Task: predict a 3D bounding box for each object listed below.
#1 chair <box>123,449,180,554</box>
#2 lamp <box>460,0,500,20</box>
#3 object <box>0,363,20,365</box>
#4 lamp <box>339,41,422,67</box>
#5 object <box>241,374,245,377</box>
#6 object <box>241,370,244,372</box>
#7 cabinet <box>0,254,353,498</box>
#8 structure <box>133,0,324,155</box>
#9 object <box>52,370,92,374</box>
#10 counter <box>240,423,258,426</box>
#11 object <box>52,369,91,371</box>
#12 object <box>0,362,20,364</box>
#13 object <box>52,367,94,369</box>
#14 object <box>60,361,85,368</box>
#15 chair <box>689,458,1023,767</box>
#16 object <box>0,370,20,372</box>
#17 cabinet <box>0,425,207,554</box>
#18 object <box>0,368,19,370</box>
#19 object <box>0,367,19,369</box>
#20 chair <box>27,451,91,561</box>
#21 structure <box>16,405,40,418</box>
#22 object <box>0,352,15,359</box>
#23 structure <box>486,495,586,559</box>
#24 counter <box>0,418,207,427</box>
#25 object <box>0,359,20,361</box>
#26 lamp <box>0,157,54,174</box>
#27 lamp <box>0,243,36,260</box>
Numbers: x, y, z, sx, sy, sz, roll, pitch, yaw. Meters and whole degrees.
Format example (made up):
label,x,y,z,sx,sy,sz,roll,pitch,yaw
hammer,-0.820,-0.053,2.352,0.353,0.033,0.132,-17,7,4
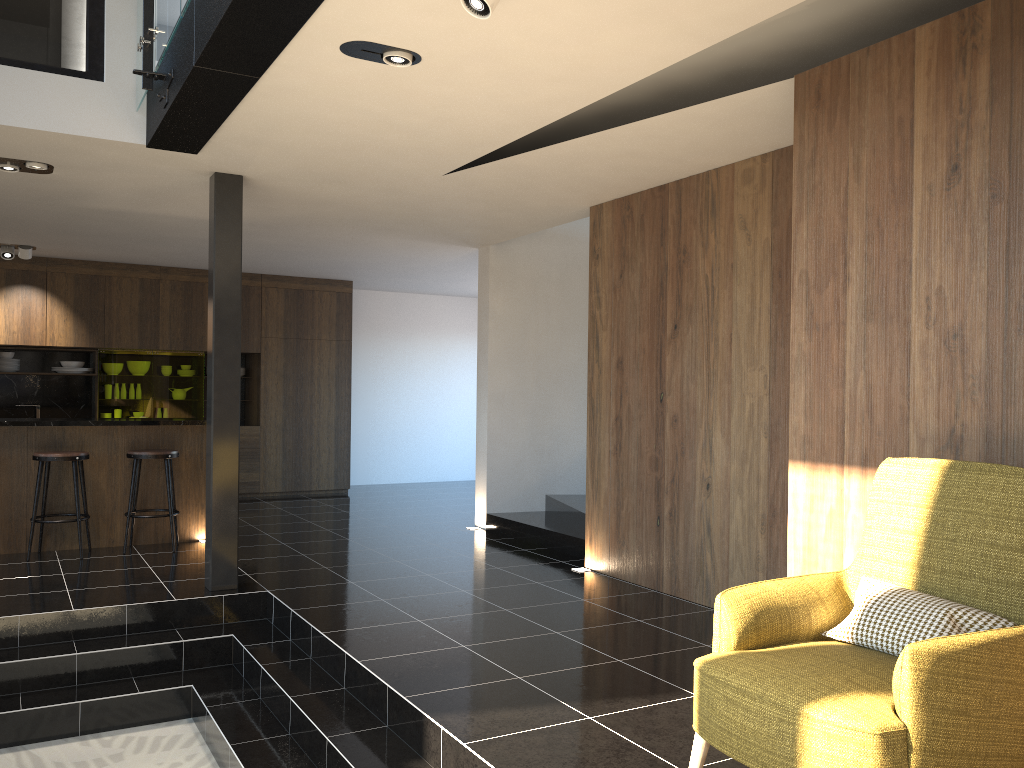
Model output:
label,x,y,z,sx,sy,sz,roll,pitch,yaw
chair,-2.898,0.937,7.149,0.412,0.799,0.412,1,0,-20
lamp,-0.155,-1.376,2.985,0.346,0.247,0.195,1,0,-30
object,-5.670,-0.214,9.942,0.269,0.024,0.269,1,-1,9
lamp,-0.539,-1.419,3.659,0.346,0.158,0.195,1,0,-30
object,-3.457,-0.104,11.114,0.220,0.033,0.220,0,-1,44
object,-3.456,-0.152,11.114,0.220,0.033,0.220,0,-1,44
cabinet,-5.243,-0.017,9.918,6.893,2.690,0.869,1,0,-30
structure,-1.306,-0.184,1.334,3.447,4.868,7.279,1,0,-30
object,-5.058,-0.138,10.213,0.438,0.039,0.438,1,-1,6
counter,-5.250,0.469,9.926,4.591,0.005,0.862,1,-1,-30
object,-5.058,-0.150,10.213,0.438,0.039,0.438,1,-1,6
object,-5.670,-0.225,9.942,0.269,0.024,0.269,1,-1,9
object,-5.058,-0.165,10.213,0.438,0.039,0.438,1,-1,6
object,-5.060,-0.212,10.213,0.254,0.088,0.254,1,0,-4
chair,1.107,0.795,2.724,1.031,1.097,0.807,1,0,-31
object,-5.671,-0.142,9.942,0.269,0.024,0.269,1,-1,9
cabinet,-4.191,0.818,6.923,3.564,0.994,0.698,1,0,-30
object,-5.671,-0.159,9.942,0.269,0.024,0.269,1,-1,9
object,-5.671,-0.170,9.942,0.269,0.024,0.269,1,-1,9
chair,-3.472,0.927,6.822,0.412,0.799,0.412,1,0,-20
structure,-5.306,0.349,9.731,0.242,0.231,0.173,1,0,-30
object,-5.671,-0.312,9.939,0.168,0.087,0.168,1,0,-10
structure,2.276,-0.111,6.000,1.964,3.018,6.662,1,0,-30
counter,-4.186,0.299,6.920,3.574,0.041,0.698,1,-1,-30
object,-5.669,-0.260,9.942,0.269,0.024,0.269,1,-1,9
lamp,-3.160,-1.434,5.567,0.501,0.194,0.349,1,0,-30
lamp,-5.020,-1.385,8.827,0.501,0.280,0.349,1,0,-30
